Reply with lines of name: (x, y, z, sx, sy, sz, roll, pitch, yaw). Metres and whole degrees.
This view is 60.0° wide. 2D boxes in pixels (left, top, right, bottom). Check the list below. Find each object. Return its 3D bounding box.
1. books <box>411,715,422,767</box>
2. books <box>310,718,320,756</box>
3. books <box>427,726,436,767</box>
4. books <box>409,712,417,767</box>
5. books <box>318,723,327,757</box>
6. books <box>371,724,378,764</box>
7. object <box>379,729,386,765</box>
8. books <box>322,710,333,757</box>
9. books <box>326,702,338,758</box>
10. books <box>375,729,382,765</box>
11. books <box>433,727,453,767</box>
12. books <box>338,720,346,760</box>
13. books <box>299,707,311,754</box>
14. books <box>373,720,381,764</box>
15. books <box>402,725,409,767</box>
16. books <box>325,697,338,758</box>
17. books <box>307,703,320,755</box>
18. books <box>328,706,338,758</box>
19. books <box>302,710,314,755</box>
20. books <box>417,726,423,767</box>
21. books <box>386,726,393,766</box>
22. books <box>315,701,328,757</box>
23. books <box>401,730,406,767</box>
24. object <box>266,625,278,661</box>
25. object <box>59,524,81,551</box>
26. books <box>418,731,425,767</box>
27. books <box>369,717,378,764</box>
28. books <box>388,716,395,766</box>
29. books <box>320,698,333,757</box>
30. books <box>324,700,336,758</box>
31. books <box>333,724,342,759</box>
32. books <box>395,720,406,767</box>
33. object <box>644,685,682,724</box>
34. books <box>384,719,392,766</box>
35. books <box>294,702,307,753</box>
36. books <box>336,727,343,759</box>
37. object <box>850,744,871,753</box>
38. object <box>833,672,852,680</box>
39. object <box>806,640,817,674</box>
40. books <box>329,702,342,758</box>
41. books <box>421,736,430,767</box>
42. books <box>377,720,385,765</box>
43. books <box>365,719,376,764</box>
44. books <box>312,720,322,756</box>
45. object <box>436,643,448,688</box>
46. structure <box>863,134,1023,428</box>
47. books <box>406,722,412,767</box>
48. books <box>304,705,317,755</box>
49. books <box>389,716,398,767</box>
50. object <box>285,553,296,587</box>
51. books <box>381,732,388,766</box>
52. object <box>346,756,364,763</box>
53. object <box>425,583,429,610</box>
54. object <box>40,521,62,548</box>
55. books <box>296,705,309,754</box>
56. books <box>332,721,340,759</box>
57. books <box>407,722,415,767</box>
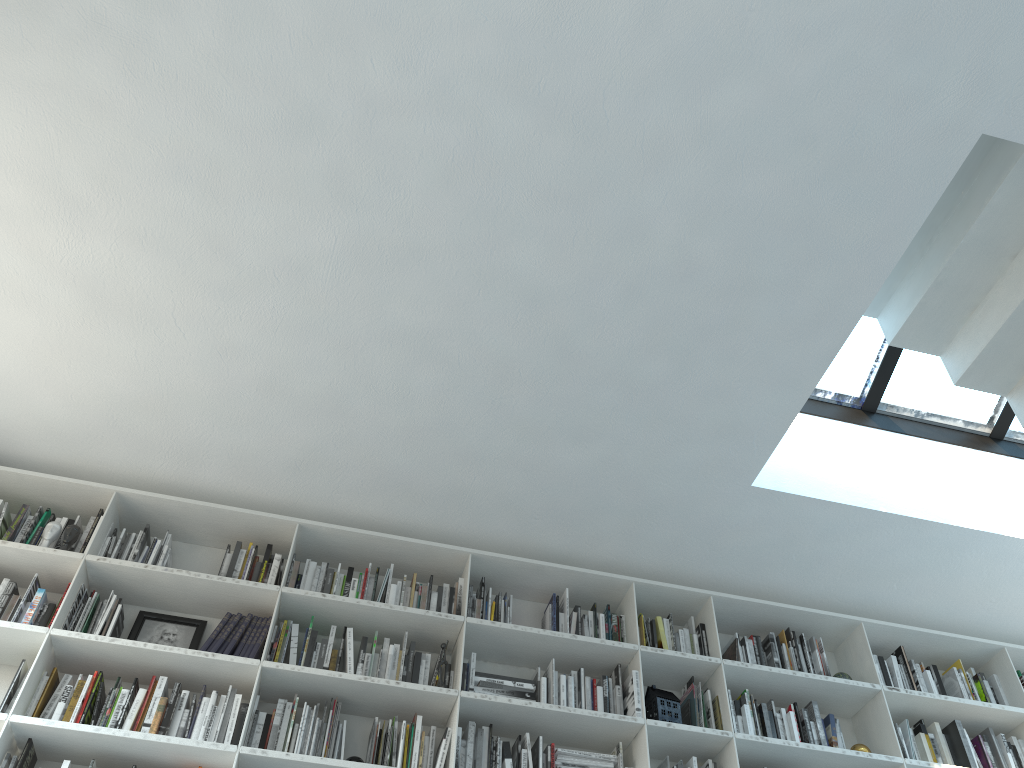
books: (-0.421, 1.580, 3.750, 0.022, 0.283, 0.191, 11, -48, -8)
books: (-0.827, 1.517, 3.657, 0.011, 0.208, 0.182, 11, -48, -8)
books: (-0.356, 1.604, 3.751, 0.022, 0.255, 0.156, 11, -48, -8)
books: (-0.436, 1.573, 3.758, 0.006, 0.302, 0.166, 11, -48, -8)
books: (-0.802, 1.542, 3.685, 0.012, 0.216, 0.134, 11, -48, -8)
books: (-0.589, 1.576, 3.723, 0.005, 0.237, 0.146, 11, -48, -8)
object: (-0.561, 1.588, 3.724, 0.010, 0.224, 0.143, 11, -48, -8)
books: (-0.782, 1.517, 3.691, 0.010, 0.260, 0.159, 11, -48, -8)
books: (-0.767, 1.512, 3.715, 0.005, 0.303, 0.163, 11, -48, -8)
books: (-0.575, 1.581, 3.712, 0.013, 0.214, 0.150, 11, -48, -8)
books: (-0.309, 1.604, 3.735, 0.064, 0.235, 0.210, 11, -48, -8)
books: (-0.712, 1.545, 3.694, 0.031, 0.231, 0.148, 11, -48, -8)
books: (-0.870, 1.504, 3.682, 0.010, 0.260, 0.170, 11, -48, -8)
books: (-0.579, 1.559, 3.708, 0.005, 0.239, 0.174, 11, -48, -8)
books: (-0.460, 1.588, 3.739, 0.017, 0.251, 0.140, 11, -48, -8)
books: (-0.772, 1.503, 3.725, 0.005, 0.329, 0.162, 11, -48, -8)
books: (-0.838, 1.496, 3.686, 0.011, 0.277, 0.170, 11, -48, -8)
books: (-0.762, 1.518, 3.706, 0.004, 0.282, 0.167, 11, -48, -8)
books: (-0.860, 1.507, 3.682, 0.011, 0.254, 0.153, 11, -48, -8)
books: (-0.407, 1.598, 3.747, 0.010, 0.256, 0.141, 11, -48, -8)
books: (-0.525, 1.570, 3.701, 0.006, 0.215, 0.182, 11, -48, -8)
books: (-0.806, 1.497, 3.694, 0.011, 0.290, 0.177, 11, -48, -8)
books: (-0.476, 1.600, 3.739, 0.011, 0.234, 0.131, 11, -48, -8)
object: (-1.075, 1.221, 3.921, 0.012, 0.252, 0.162, 11, -48, -8)
object: (-1.970, 0.704, 3.925, 0.067, 0.196, 0.068, -21, -52, 20)
books: (-0.398, 1.612, 3.741, 0.011, 0.228, 0.166, 11, -48, -8)
books: (-0.598, 1.564, 3.738, 0.012, 0.274, 0.130, 11, -48, -8)
books: (-0.524, 1.567, 3.737, 0.005, 0.273, 0.158, 11, -48, -8)
books: (-0.790, 1.501, 3.716, 0.004, 0.319, 0.154, 11, -48, -8)
books: (-0.778, 1.509, 3.720, 0.005, 0.314, 0.158, 11, -48, -8)
books: (-0.739, 1.552, 3.692, 0.012, 0.216, 0.152, 11, -48, -8)
books: (-0.478, 1.569, 3.716, 0.013, 0.242, 0.190, 11, -48, -8)
object: (0.699, 1.525, 4.124, 0.135, 0.246, 0.136, 19, -50, -15)
books: (-0.539, 1.575, 3.739, 0.009, 0.265, 0.150, 11, -48, -8)
books: (-0.885, 1.480, 3.663, 0.009, 0.261, 0.190, 11, -48, -8)
books: (-0.730, 1.555, 3.689, 0.004, 0.208, 0.132, 11, -48, -8)
object: (1.651, 1.758, 4.199, 0.101, 0.101, 0.101, 29, -53, -22)
object: (1.664, 1.506, 4.466, 0.104, 0.104, 0.104, -26, -54, 24)
object: (1.532, 1.489, 4.586, 0.006, 0.296, 0.130, 11, -48, -8)
books: (-0.750, 1.505, 3.696, 0.011, 0.285, 0.190, 11, -48, -8)
books: (-0.381, 1.620, 3.738, 0.024, 0.214, 0.142, 11, -48, -8)
books: (-0.559, 1.557, 3.704, 0.005, 0.234, 0.179, 11, -48, -8)
books: (-0.605, 1.564, 3.724, 0.005, 0.252, 0.162, 11, -48, -8)
books: (-0.822, 1.531, 3.682, 0.011, 0.225, 0.130, 11, -48, -8)
object: (-0.304, 1.267, 3.932, 0.075, 0.253, 0.075, 28, -53, -22)
structure: (2.568, 0.912, 2.833, 2.614, 3.361, 1.966, 12, -48, -8)
books: (-0.449, 1.586, 3.745, 0.004, 0.264, 0.142, 11, -48, -8)
books: (-0.847, 1.496, 3.674, 0.009, 0.259, 0.181, 11, -48, -8)
books: (-0.508, 1.574, 3.752, 0.033, 0.286, 0.156, 11, -48, -8)
object: (-1.064, 0.965, 4.202, 0.012, 0.283, 0.160, 11, -48, -8)
books: (-0.548, 1.589, 3.708, 0.011, 0.198, 0.163, 11, -48, -8)
object: (-0.648, 1.575, 3.628, 0.097, 0.097, 0.097, -26, -54, 24)
object: (-0.429, 1.106, 4.280, 0.010, 0.245, 0.158, 11, -48, -8)
object: (-2.049, 0.688, 3.913, 0.067, 0.196, 0.068, -21, -52, 20)
books: (-0.876, 1.488, 3.661, 0.012, 0.250, 0.185, 11, -48, -8)
books: (-0.750, 1.548, 3.702, 0.009, 0.235, 0.135, 11, -48, -8)
books: (-0.442, 1.587, 3.737, 0.006, 0.251, 0.181, 11, -48, -8)
